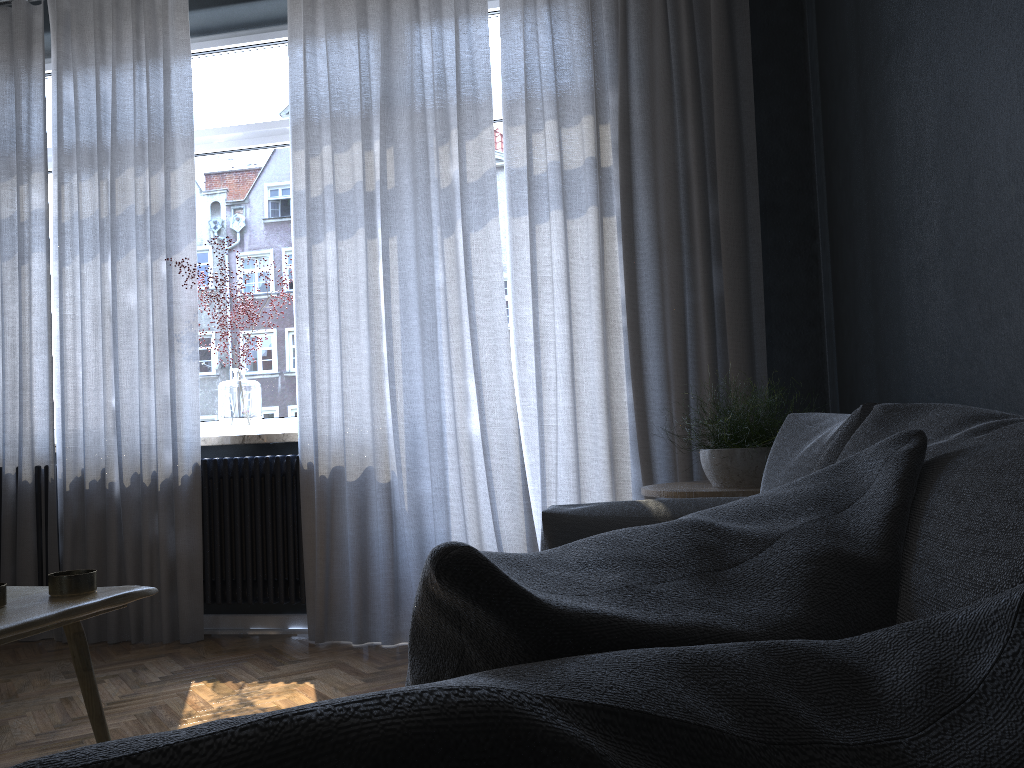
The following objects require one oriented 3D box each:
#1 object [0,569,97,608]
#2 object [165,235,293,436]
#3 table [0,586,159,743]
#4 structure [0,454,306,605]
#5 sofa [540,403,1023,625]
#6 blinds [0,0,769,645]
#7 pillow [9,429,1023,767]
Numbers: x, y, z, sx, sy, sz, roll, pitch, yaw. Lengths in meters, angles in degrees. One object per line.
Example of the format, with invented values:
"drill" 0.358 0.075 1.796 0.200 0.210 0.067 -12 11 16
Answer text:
"object" -0.784 0.318 1.309 0.103 0.033 0.369 -4 -4 22
"object" -1.169 -0.188 3.788 0.514 0.809 0.600 -2 -3 -15
"table" -0.825 0.601 1.168 0.339 0.549 0.788 -3 -3 11
"structure" -1.576 0.630 3.809 1.847 0.600 0.216 -3 -3 11
"sofa" 0.290 0.427 1.166 0.970 0.797 2.342 -3 -4 11
"blinds" -0.949 -0.363 3.660 3.993 2.786 0.312 -3 -3 11
"pillow" 0.108 0.218 0.575 0.442 0.361 0.798 -4 -4 29
